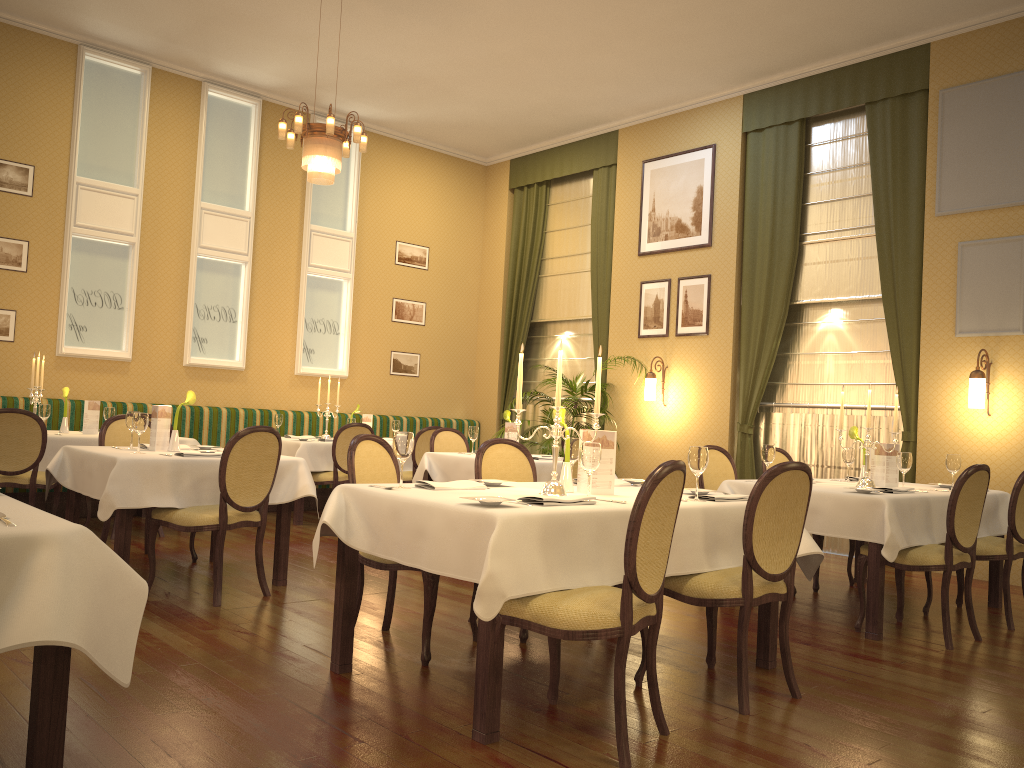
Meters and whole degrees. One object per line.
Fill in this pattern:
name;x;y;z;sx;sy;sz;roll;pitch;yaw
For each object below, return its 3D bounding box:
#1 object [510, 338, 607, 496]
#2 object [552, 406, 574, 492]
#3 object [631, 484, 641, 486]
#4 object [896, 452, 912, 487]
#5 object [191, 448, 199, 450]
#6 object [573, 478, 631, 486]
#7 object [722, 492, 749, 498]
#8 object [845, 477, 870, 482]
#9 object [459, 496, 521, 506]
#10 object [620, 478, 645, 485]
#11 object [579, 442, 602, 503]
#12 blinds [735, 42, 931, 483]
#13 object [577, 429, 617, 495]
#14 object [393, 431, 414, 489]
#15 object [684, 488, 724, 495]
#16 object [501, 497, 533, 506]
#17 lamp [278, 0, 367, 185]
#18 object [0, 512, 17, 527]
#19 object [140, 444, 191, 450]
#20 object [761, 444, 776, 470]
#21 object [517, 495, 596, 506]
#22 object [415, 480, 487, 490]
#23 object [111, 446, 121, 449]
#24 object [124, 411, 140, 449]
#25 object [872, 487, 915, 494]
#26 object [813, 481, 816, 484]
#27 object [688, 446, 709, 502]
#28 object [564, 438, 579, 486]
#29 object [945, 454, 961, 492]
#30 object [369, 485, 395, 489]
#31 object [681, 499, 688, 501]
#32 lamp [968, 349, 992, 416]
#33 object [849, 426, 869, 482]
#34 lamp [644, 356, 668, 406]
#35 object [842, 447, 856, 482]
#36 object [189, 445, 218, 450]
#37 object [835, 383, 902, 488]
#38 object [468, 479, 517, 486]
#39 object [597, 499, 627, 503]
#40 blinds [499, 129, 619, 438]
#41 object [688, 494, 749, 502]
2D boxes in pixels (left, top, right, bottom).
object;0.188;0.135;3.677;0.390;0.655;0.131;3;-2;-7
object;0.227;0.283;3.901;0.076;0.375;0.163;4;-2;-20
object;0.580;0.505;4.481;0.038;0.015;0.181;5;-3;-40
object;2.298;0.516;5.201;0.088;0.229;0.088;3;-2;7
object;-2.044;0.414;5.674;0.038;0.015;0.181;5;-3;-40
object;0.445;0.487;4.382;0.273;0.033;0.142;5;-3;-41
object;1.038;0.512;4.059;0.038;0.015;0.181;5;-3;-40
object;2.444;0.661;6.151;0.273;0.033;0.142;5;-3;-41
object;-0.075;0.411;3.078;0.160;0.024;0.160;5;-3;-41
object;0.626;0.507;4.583;0.160;0.024;0.160;5;-3;-41
object;0.300;0.341;3.432;0.088;0.229;0.088;3;-2;1
blinds;2.846;-0.743;8.099;0.129;4.537;1.878;5;-3;-41
object;0.355;0.337;3.823;0.166;0.277;0.081;2;-2;20
object;-0.446;0.309;3.614;0.088;0.229;0.088;3;-2;7
object;0.865;0.500;4.086;0.160;0.024;0.160;5;-3;-41
object;0.009;0.425;3.217;0.038;0.015;0.181;5;-3;-40
lamp;-1.333;-2.355;6.433;0.593;1.796;0.593;5;-3;-44
object;-1.197;0.317;2.081;0.038;0.015;0.181;5;-3;-40
object;-2.178;0.397;5.575;0.273;0.033;0.142;5;-3;-41
object;1.552;0.484;5.382;0.088;0.229;0.088;3;-2;7
object;0.168;0.429;3.286;0.273;0.033;0.142;5;-3;-41
object;-0.255;0.424;3.713;0.273;0.033;0.142;5;-3;-41
object;-2.397;0.386;5.386;0.017;0.010;0.185;5;-3;-40
object;-2.334;0.283;5.452;0.088;0.229;0.088;3;-2;1
object;2.166;0.604;5.054;0.273;0.033;0.142;5;-3;-41
object;1.743;0.598;5.481;0.273;0.033;0.142;5;-3;-41
object;0.783;0.379;3.743;0.088;0.229;0.088;3;-2;7
object;0.290;0.373;4.259;0.088;0.229;0.088;3;-2;7
object;2.709;0.547;5.447;0.088;0.229;0.088;3;-2;7
object;-0.521;0.410;3.555;0.038;0.015;0.181;5;-3;-40
object;0.663;0.482;3.744;0.017;0.010;0.185;5;-3;-41
lamp;3.612;-0.015;6.845;0.114;0.513;0.323;1;-3;38
object;2.225;0.457;5.670;0.076;0.375;0.163;4;-2;-20
lamp;1.496;-0.032;9.238;0.114;0.513;0.323;1;-3;38
object;2.288;0.548;6.027;0.088;0.229;0.088;3;-2;7
object;-1.997;0.417;5.776;0.160;0.024;0.160;5;-3;-41
object;2.186;0.310;5.445;0.390;0.655;0.131;2;-2;14
object;-0.086;0.446;3.977;0.160;0.024;0.160;5;-3;-41
object;0.376;0.457;3.490;0.017;0.010;0.185;5;-3;-41
blinds;0.530;-0.760;10.733;0.225;4.537;1.934;5;-3;-42
object;0.911;0.495;3.875;0.273;0.024;0.142;5;-3;-41
